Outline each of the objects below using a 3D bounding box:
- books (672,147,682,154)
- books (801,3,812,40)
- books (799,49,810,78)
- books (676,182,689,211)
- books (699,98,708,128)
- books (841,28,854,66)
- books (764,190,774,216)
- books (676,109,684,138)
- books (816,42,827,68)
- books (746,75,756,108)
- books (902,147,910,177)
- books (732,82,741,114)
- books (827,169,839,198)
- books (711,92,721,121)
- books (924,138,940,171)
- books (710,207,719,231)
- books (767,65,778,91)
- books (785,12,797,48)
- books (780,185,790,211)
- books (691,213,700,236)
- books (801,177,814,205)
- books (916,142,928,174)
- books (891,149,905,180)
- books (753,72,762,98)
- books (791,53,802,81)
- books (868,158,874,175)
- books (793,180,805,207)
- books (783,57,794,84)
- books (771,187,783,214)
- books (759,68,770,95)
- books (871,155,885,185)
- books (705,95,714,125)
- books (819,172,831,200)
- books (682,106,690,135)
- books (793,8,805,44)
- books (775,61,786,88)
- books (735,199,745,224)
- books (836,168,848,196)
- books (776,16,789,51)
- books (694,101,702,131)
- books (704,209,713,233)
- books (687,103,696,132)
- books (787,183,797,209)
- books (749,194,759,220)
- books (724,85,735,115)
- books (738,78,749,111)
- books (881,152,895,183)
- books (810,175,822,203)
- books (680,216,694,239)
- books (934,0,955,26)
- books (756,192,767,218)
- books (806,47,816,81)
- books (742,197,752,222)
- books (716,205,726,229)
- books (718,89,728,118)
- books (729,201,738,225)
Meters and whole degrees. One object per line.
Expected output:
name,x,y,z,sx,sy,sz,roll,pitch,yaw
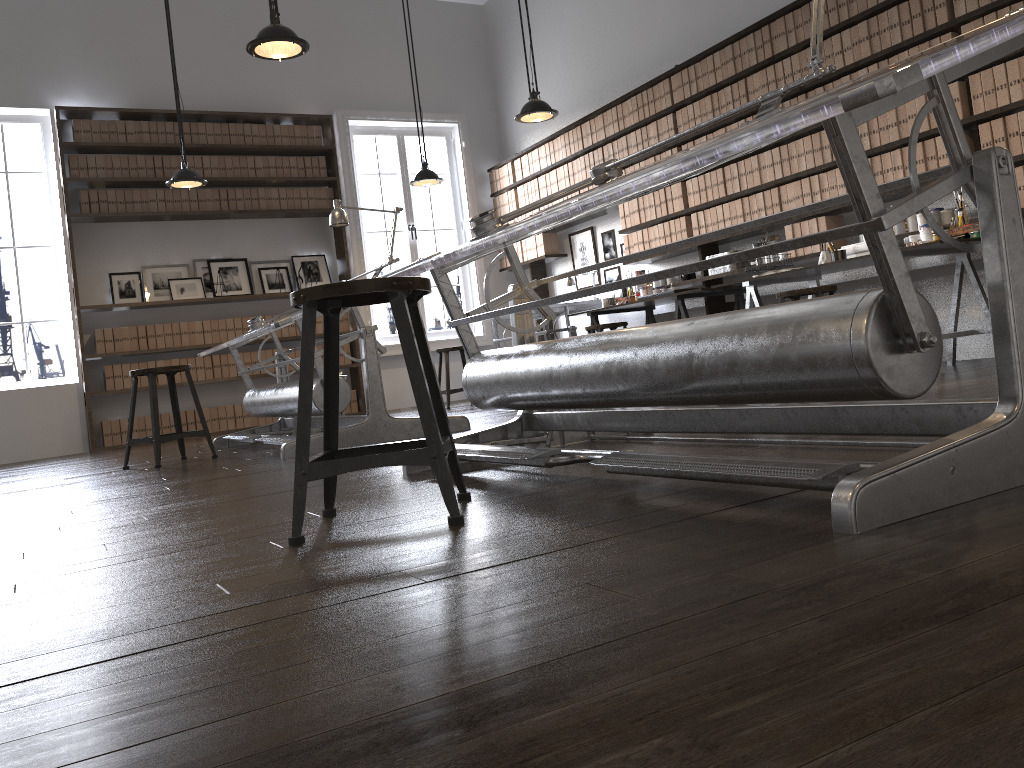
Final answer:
books,1.364,-1.753,6.997,0.175,0.226,0.066,-7,-1,-29
books,1.983,-2.351,5.768,0.175,0.226,0.066,-7,-1,-29
books,1.983,-2.073,5.820,0.175,0.226,0.066,-7,-1,-29
books,1.393,-1.477,6.982,0.175,0.226,0.066,-7,-1,-29
books,1.512,-2.034,6.674,0.175,0.226,0.066,-7,-1,-29
books,2.149,-2.086,5.514,0.175,0.226,0.066,-7,-1,-29
books,1.861,-1.244,6.198,0.175,0.226,0.066,-7,-1,-29
books,1.381,-2.023,6.916,0.175,0.226,0.066,-7,-1,-29
books,2.051,-2.078,5.702,0.175,0.226,0.066,-7,-1,-29
books,1.752,-2.054,6.242,0.175,0.226,0.066,-7,-1,-29
books,2.398,-1.288,5.225,0.175,0.226,0.066,-7,-1,-29
books,1.680,-2.048,6.372,0.175,0.226,0.066,-7,-1,-29
books,2.131,-1.266,5.707,0.175,0.226,0.066,-7,-1,-29
books,1.577,-2.039,6.558,0.175,0.226,0.066,-7,-1,-29
books,2.469,-1.294,5.095,0.175,0.226,0.066,-7,-1,-29
books,1.594,-1.222,6.679,0.175,0.226,0.066,-7,-1,-29
books,1.843,-2.061,6.064,0.175,0.226,0.066,-7,-1,-29
books,1.914,-2.345,5.889,0.175,0.226,0.066,-7,-1,-29
books,1.933,-1.250,6.068,0.175,0.226,0.066,-7,-1,-29
books,1.488,-1.213,6.862,0.175,0.226,0.066,-7,-1,-29
books,2.024,-1.257,5.889,0.175,0.226,0.066,-7,-1,-29
books,2.429,-1.290,5.157,0.175,0.226,0.066,-7,-1,-29
books,2.359,-1.284,5.285,0.175,0.226,0.066,-7,-1,-29
books,1.781,-2.056,6.184,0.175,0.226,0.066,-7,-1,-29
books,1.951,-2.070,5.874,0.175,0.226,0.066,-7,-1,-29
books,2.257,-1.276,5.466,0.175,0.226,0.066,-7,-1,-29
books,1.989,-1.254,5.952,0.175,0.226,0.066,-7,-1,-29
books,1.915,-2.067,5.936,0.175,0.226,0.066,-7,-1,-29
books,1.893,-1.246,6.130,0.175,0.226,0.066,-7,-1,-29
books,1.808,-2.058,6.127,0.175,0.226,0.066,-7,-1,-29
books,2.295,-1.279,5.410,0.175,0.226,0.066,-7,-1,-29
books,1.540,-2.036,6.614,0.175,0.226,0.066,-7,-1,-29
books,2.099,-1.263,5.768,0.175,0.226,0.066,-7,-1,-29
books,1.413,-2.026,6.854,0.175,0.226,0.066,-7,-1,-29
books,1.951,-2.348,5.830,0.175,0.226,0.066,-7,-1,-29
books,1.881,-2.064,6.002,0.175,0.226,0.066,-7,-1,-29
books,1.721,-1.232,6.439,0.175,0.226,0.066,-7,-1,-29
books,2.161,-1.268,5.643,0.175,0.226,0.066,-7,-1,-29
books,1.876,-2.342,5.950,0.175,0.226,0.066,-7,-1,-29
books,1.480,-2.031,6.728,0.175,0.226,0.066,-7,-1,-29
books,1.562,-1.219,6.741,0.175,0.226,0.066,-7,-1,-29
books,1.443,-2.028,6.791,0.175,0.226,0.066,-7,-1,-29
books,1.963,-1.252,6.009,0.175,0.226,0.066,-7,-1,-29
books,1.793,-1.238,6.321,0.175,0.226,0.066,-7,-1,-29
books,1.642,-2.044,6.432,0.175,0.226,0.066,-7,-1,-29
books,1.711,-2.050,6.304,0.175,0.226,0.066,-7,-1,-29
books,2.329,-1.282,5.349,0.175,0.226,0.066,-7,-1,-29
books,2.062,-1.260,5.827,0.175,0.226,0.066,-7,-1,-29
books,1.425,-1.208,6.978,0.175,0.226,0.066,-7,-1,-29
books,2.456,-2.111,4.961,0.175,0.226,0.066,-7,-1,-29
books,1.823,-1.240,6.258,0.175,0.226,0.066,-7,-1,-29
books,2.011,-2.075,5.759,0.175,0.226,0.066,-7,-1,-29
books,1.758,-1.235,6.383,0.175,0.226,0.066,-7,-1,-29
books,1.625,-1.224,6.616,0.175,0.226,0.066,-7,-1,-29
books,1.611,-2.042,6.496,0.175,0.226,0.066,-7,-1,-29
books,1.693,-1.230,6.500,0.175,0.226,0.066,-7,-1,-29
